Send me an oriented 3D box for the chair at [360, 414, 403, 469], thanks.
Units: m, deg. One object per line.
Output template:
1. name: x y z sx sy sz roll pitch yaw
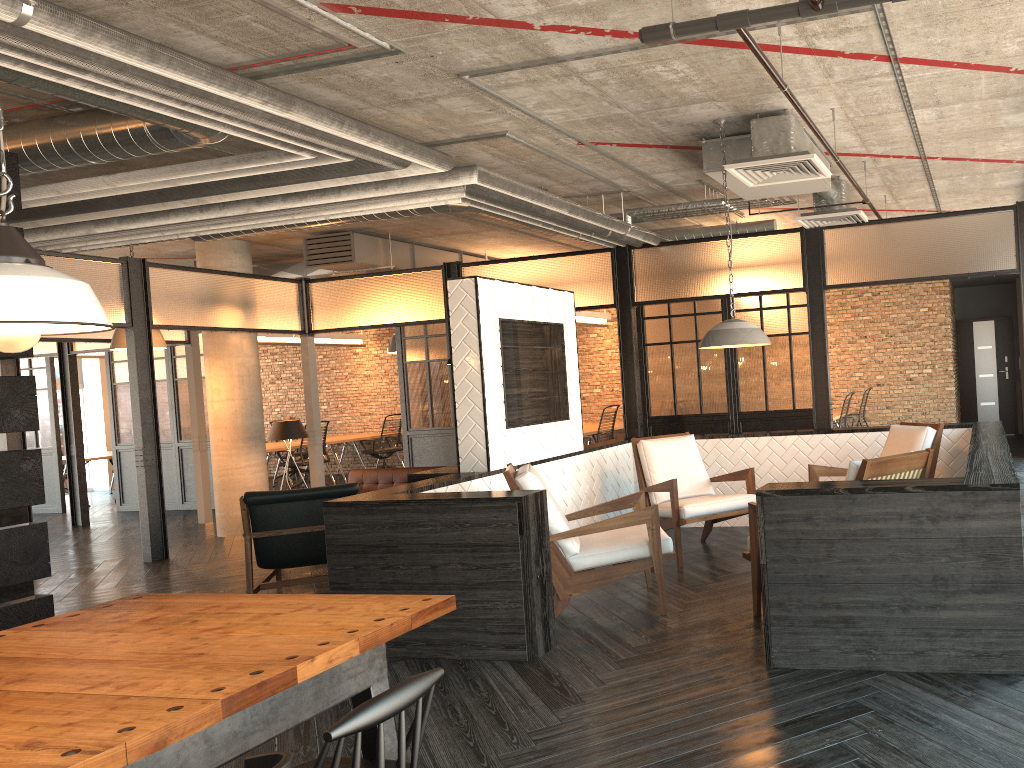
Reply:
1. chair: -2.168 1.043 13.896 0.636 1.063 0.762 -3 1 24

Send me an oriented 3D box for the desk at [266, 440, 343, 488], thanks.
1. desk: -3.444 1.287 12.400 0.723 0.720 1.819 -3 0 28

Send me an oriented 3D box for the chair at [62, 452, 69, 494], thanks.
1. chair: -7.360 1.365 13.458 0.636 1.063 0.762 -3 1 24

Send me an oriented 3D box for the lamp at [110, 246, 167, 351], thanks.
1. lamp: -3.615 -1.083 7.932 0.488 1.503 0.401 -4 1 -15

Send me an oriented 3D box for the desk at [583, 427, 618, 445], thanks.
1. desk: 0.733 1.019 11.256 0.723 0.720 1.819 -3 0 28

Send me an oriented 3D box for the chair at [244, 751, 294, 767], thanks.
1. chair: -0.602 1.041 1.428 0.406 0.738 0.412 -3 1 23

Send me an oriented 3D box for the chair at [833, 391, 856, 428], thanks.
1. chair: 3.953 0.640 10.367 0.636 1.063 0.762 -3 1 24

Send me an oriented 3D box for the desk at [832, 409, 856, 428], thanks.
1. desk: 4.484 0.789 12.058 0.723 0.720 1.819 -3 0 28

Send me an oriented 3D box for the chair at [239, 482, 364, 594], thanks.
1. chair: -1.399 1.087 5.989 0.813 0.796 0.941 -4 0 -10

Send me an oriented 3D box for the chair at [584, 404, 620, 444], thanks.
1. chair: 1.100 0.823 11.149 0.636 1.063 0.762 -3 1 24

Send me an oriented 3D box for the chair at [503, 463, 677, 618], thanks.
1. chair: 0.472 0.909 5.031 1.005 0.907 0.674 -4 1 -9

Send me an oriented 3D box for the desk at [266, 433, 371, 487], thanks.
1. desk: -3.259 1.285 14.179 0.723 0.720 1.819 -3 0 28

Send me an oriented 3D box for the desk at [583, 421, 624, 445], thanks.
1. desk: 1.632 0.972 12.839 0.723 0.720 1.819 -3 0 28

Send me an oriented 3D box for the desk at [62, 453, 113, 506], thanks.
1. desk: -6.229 1.465 13.163 0.723 0.720 1.819 -3 0 28

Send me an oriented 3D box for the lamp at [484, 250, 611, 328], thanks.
1. lamp: 0.607 -1.287 11.978 0.269 0.858 3.778 -3 0 30

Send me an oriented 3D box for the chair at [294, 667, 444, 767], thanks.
1. chair: -0.419 1.038 1.879 0.423 0.726 0.412 -3 1 22

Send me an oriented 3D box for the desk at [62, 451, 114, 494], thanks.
1. desk: -6.943 1.511 13.359 0.723 0.720 1.819 -3 0 28

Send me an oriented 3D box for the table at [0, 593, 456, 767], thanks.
1. table: -1.670 1.077 0.695 1.073 0.792 4.151 -4 0 29

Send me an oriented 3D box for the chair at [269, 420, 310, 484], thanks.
1. chair: -3.694 1.140 14.250 0.636 1.063 0.762 -3 1 24

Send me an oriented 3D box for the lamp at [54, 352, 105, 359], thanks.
1. lamp: -6.355 -0.840 13.885 0.269 0.858 3.778 -3 0 30

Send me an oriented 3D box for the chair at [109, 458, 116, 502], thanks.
1. chair: -5.862 1.269 13.056 0.636 1.063 0.762 -3 1 24

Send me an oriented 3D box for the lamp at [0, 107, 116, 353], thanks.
1. lamp: -1.144 -0.934 1.782 0.311 1.738 0.421 -3 2 42

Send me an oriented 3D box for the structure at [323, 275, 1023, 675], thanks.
1. structure: 1.395 0.249 5.790 3.612 2.116 4.077 -4 0 23

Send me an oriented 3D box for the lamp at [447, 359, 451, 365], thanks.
1. lamp: -0.343 -0.191 5.849 0.246 0.171 0.179 -4 0 -12

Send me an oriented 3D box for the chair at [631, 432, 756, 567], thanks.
1. chair: 1.399 0.859 6.498 0.822 0.907 0.812 -4 1 -26

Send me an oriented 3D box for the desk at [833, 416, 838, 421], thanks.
1. desk: 3.586 0.836 10.474 0.723 0.720 1.819 -3 0 28

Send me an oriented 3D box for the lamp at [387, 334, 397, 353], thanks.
1. lamp: -1.549 -1.193 11.574 0.488 1.503 0.401 -4 1 -15

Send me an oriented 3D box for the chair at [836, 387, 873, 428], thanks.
1. chair: 4.862 0.592 11.970 0.636 1.063 0.762 -3 1 24

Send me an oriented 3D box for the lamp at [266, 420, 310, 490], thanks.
1. lamp: -2.041 0.949 8.593 0.934 1.179 0.490 -4 1 -20

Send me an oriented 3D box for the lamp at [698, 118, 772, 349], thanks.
1. lamp: 1.479 -1.030 5.692 0.446 1.546 0.573 -3 1 31

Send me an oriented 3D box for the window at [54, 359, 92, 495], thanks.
1. window: -8.306 0.520 13.782 0.221 2.876 2.757 -3 1 29

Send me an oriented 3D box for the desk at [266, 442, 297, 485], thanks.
1. desk: -4.157 1.333 12.596 0.723 0.720 1.819 -3 0 28

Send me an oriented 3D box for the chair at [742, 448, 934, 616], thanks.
1. chair: 1.834 0.821 4.620 0.830 0.907 0.802 -4 1 -32

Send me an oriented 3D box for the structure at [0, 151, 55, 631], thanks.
1. structure: -6.689 0.420 2.472 5.569 2.743 6.033 -4 0 23

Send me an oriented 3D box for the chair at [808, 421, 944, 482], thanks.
1. chair: 2.727 0.774 6.234 1.046 0.907 0.642 -4 1 -19

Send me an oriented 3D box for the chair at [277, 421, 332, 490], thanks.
1. chair: -3.077 1.091 12.293 0.636 1.063 0.762 -3 1 24

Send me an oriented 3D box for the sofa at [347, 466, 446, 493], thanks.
1. sofa: -1.111 1.160 8.175 1.485 0.638 0.733 -4 0 18

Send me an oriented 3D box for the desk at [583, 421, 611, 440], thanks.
1. desk: 0.918 1.017 13.035 0.723 0.720 1.819 -3 0 28

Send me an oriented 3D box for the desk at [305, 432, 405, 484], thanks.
1. desk: -2.546 1.239 13.984 0.723 0.720 1.819 -3 0 28

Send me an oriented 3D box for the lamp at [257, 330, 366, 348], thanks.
1. lamp: -3.569 -1.019 13.122 0.269 0.858 3.778 -3 0 30
